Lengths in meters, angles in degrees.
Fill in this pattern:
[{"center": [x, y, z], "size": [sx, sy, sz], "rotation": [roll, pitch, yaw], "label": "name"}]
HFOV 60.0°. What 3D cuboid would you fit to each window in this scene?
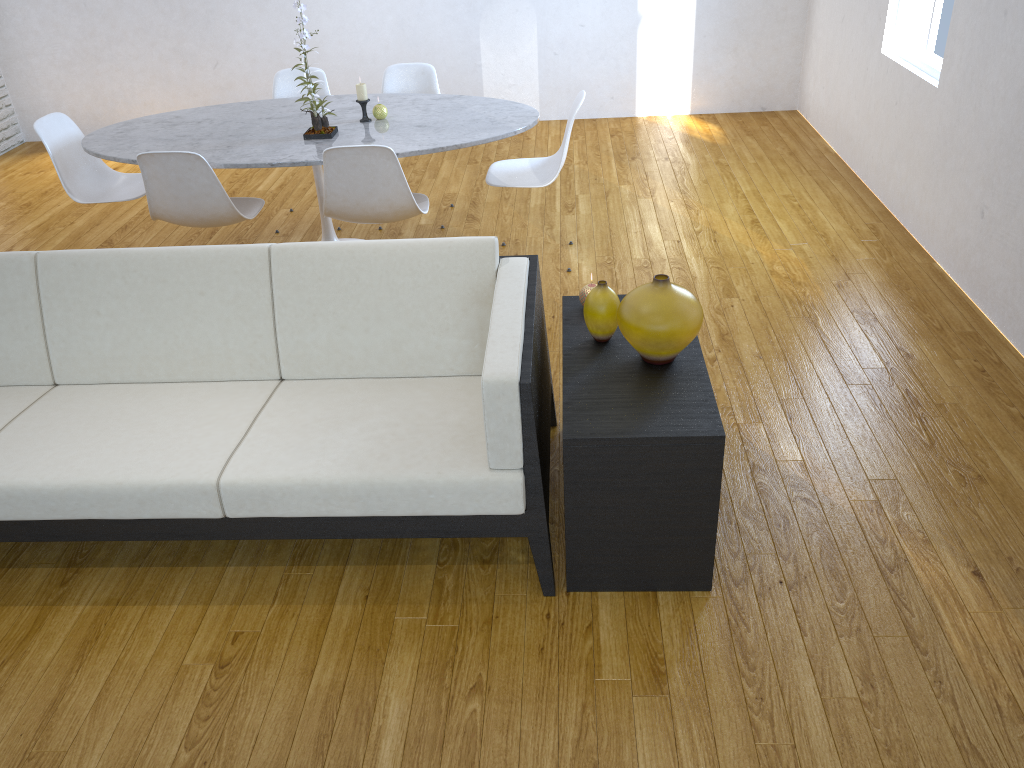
[{"center": [1.800, -2.334, 3.404], "size": [0.074, 2.159, 0.763], "rotation": [-1, 32, 4], "label": "window"}]

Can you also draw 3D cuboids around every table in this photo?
[{"center": [-0.824, -0.812, 3.855], "size": [1.910, 0.632, 1.055], "rotation": [-2, 31, 3], "label": "table"}]

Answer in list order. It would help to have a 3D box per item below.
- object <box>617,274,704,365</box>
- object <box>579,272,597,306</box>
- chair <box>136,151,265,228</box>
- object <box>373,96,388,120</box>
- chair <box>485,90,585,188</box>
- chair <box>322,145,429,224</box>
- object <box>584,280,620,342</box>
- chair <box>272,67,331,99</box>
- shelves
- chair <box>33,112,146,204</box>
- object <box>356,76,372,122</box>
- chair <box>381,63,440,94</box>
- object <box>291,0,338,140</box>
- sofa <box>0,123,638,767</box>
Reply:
[{"center": [0.358, -0.159, 2.145], "size": [0.205, 0.218, 0.205], "rotation": [25, 41, 38], "label": "object"}, {"center": [0.220, -0.259, 2.437], "size": [0.071, 0.105, 0.070], "rotation": [14, 36, 27], "label": "object"}, {"center": [-1.208, -0.783, 3.427], "size": [0.405, 0.357, 0.413], "rotation": [1, 31, 7], "label": "chair"}, {"center": [-0.551, -1.149, 3.684], "size": [0.062, 0.093, 0.062], "rotation": [-25, 38, -32], "label": "object"}, {"center": [0.096, -1.017, 3.685], "size": [0.419, 0.357, 0.400], "rotation": [0, 31, 6], "label": "chair"}, {"center": [-0.531, -0.787, 3.363], "size": [0.405, 0.357, 0.413], "rotation": [-2, 31, 3], "label": "chair"}, {"center": [0.230, -0.186, 2.258], "size": [0.095, 0.163, 0.095], "rotation": [25, 41, 38], "label": "object"}, {"center": [-1.038, -1.301, 4.278], "size": [0.405, 0.357, 0.413], "rotation": [-2, 31, 2], "label": "chair"}, {"center": [0.312, 0.124, 2.336], "size": [0.349, 0.458, 0.719], "rotation": [-1, 31, 4], "label": "shelves"}, {"center": [-1.760, -0.978, 3.812], "size": [0.419, 0.357, 0.400], "rotation": [0, 31, 6], "label": "chair"}, {"center": [-0.614, -1.172, 3.643], "size": [0.059, 0.179, 0.058], "rotation": [-9, 32, -9], "label": "object"}, {"center": [-0.506, -1.306, 4.231], "size": [0.405, 0.357, 0.413], "rotation": [0, 31, 6], "label": "chair"}, {"center": [-0.773, -1.269, 3.377], "size": [0.165, 0.647, 0.200], "rotation": [15, 36, 27], "label": "object"}, {"center": [-1.015, 0.415, 1.781], "size": [5.337, 0.689, 9.585], "rotation": [-1, 31, 4], "label": "sofa"}]
